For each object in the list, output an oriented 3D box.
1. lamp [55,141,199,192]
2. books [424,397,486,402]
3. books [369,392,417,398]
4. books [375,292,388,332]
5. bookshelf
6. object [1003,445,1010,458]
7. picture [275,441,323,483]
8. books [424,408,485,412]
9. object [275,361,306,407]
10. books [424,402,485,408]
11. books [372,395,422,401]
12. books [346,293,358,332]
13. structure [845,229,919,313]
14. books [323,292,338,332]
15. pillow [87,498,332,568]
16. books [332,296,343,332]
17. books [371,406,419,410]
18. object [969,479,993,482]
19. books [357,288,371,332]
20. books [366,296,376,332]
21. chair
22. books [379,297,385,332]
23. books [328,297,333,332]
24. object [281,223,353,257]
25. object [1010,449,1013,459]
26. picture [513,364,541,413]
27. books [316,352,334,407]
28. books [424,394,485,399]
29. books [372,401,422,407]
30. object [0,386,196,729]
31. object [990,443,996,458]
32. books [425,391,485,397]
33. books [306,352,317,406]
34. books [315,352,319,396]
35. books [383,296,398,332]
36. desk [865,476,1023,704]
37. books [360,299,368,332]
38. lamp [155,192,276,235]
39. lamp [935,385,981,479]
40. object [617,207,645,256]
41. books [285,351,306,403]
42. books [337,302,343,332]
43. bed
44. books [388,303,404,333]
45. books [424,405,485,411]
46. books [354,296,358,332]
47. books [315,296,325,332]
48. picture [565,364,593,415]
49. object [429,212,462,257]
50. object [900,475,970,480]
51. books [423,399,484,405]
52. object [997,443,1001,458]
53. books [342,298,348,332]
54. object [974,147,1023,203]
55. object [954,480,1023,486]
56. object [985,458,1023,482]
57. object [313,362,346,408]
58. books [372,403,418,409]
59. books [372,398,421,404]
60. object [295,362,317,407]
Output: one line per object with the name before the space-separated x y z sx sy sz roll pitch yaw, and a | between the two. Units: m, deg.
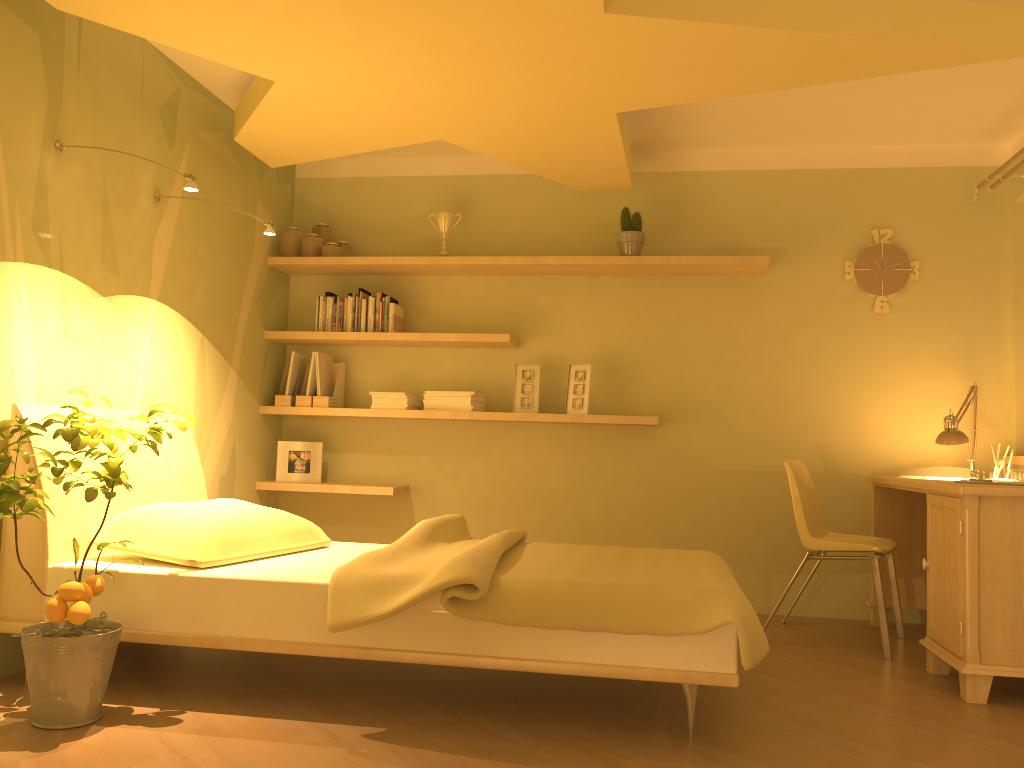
lamp | -1.319 -0.750 3.040 0.533 0.178 0.050 1 -4 9
books | -0.298 0.081 4.674 0.270 0.015 0.190 0 -4 22
books | -0.631 0.059 4.732 0.190 0.015 0.270 1 -4 7
books | -0.704 -0.372 4.789 0.032 0.229 0.138 1 -4 9
bookshelf | -0.020 -0.024 4.645 2.605 1.240 0.300 1 -4 9
object | 2.285 0.363 4.128 0.008 0.155 0.073 4 -5 -26
picture | -1.144 0.420 4.779 0.247 0.219 0.131 3 -4 -13
books | -0.303 0.142 4.677 0.270 0.015 0.190 0 -4 20
object | -1.206 0.000 4.831 0.087 0.259 0.236 2 -4 4
books | -0.302 0.111 4.671 0.270 0.015 0.190 0 -4 21
books | -0.613 0.076 4.742 0.190 0.015 0.270 1 -4 11
books | -0.850 -0.370 4.799 0.038 0.217 0.166 1 -4 9
structure | 1.885 -0.578 4.515 0.360 0.432 0.027 1 -4 9
books | -0.987 -0.378 4.836 0.032 0.229 0.138 1 -4 9
pillow | -1.057 0.535 3.221 0.482 0.213 0.801 0 -4 19
books | -0.936 -0.365 4.817 0.032 0.203 0.157 1 -4 9
books | -0.622 0.135 4.734 0.190 0.015 0.270 1 -4 9
object | 1.834 0.378 3.473 0.008 0.009 0.166 2 -4 0
books | -0.802 -0.384 4.797 0.021 0.247 0.157 1 -4 9
books | -0.741 -0.360 4.785 0.040 0.203 0.157 1 -4 9
chair | 1.428 0.738 3.946 0.546 0.785 0.531 0 -5 29
books | -0.679 -0.357 4.775 0.022 0.198 0.157 1 -4 9
books | -0.963 -0.363 4.821 0.022 0.198 0.157 1 -4 9
object | -1.066 -0.780 4.864 0.349 0.229 0.234 1 -4 10
object | 2.283 0.367 4.070 0.010 0.138 0.043 3 -4 -17
picture | 0.086 0.030 4.677 0.134 0.264 0.171 1 -4 9
books | -1.006 -0.016 4.800 0.043 0.296 0.210 1 -4 9
books | -0.305 0.068 4.696 0.270 0.015 0.190 0 -4 20
books | -0.612 0.106 4.738 0.190 0.015 0.270 1 -4 10
object | -1.215 0.461 2.427 0.372 0.944 0.828 2 -4 3
object | 2.264 0.359 4.153 0.053 0.162 0.009 3 -4 -15
books | -0.300 0.052 4.684 0.270 0.015 0.190 1 -4 15
books | -1.058 -0.017 4.807 0.048 0.297 0.214 1 -4 9
books | -1.015 -0.015 4.798 0.036 0.296 0.210 1 -4 9
books | -0.653 -0.359 4.771 0.032 0.203 0.157 1 -4 9
desk | 1.946 0.764 3.601 0.684 0.720 1.396 1 -4 9
books | -0.779 -0.352 4.782 0.032 0.184 0.173 1 -4 9
lamp | -1.220 -0.703 3.649 0.533 0.178 0.050 1 -4 9
lamp | 2.091 0.219 4.158 0.140 0.455 0.484 -1 -5 34
object | 0.613 -0.780 4.571 0.145 0.294 0.145 3 -4 -9
books | -1.183 -0.019 4.829 0.048 0.297 0.214 2 -4 4
books | -0.910 -0.349 4.812 0.021 0.172 0.157 1 -4 9
bed | -0.372 0.564 3.097 2.378 0.894 1.286 1 -4 9
books | -0.624 -0.339 4.754 0.032 0.163 0.178 1 -4 9
books | -0.302 0.127 4.679 0.270 0.015 0.190 1 -4 17
books | -0.822 -0.362 4.799 0.017 0.203 0.155 1 -4 9
books | -1.025 -0.367 4.832 0.040 0.203 0.157 1 -4 9
picture | 0.377 0.033 4.587 0.134 0.264 0.171 -1 -5 36
object | -0.365 -0.783 4.773 0.160 0.268 0.095 3 -4 -20
object | 1.971 0.438 4.141 0.300 0.009 0.040 -1 -5 39
books | -0.306 0.096 4.675 0.270 0.015 0.190 0 -4 20
object | 2.278 0.360 4.163 0.034 0.165 0.009 2 -4 2
books | -0.883 -0.358 4.814 0.032 0.193 0.146 1 -4 9
object | 2.266 -1.015 3.612 0.190 0.113 1.708 1 -4 9
object | 1.898 0.385 3.442 0.300 0.010 0.210 -1 -5 34
object | 2.256 0.393 4.054 0.070 0.105 0.240 2 -4 2
object | -0.987 0.005 4.796 0.087 0.259 0.236 1 -4 9
books | -0.622 0.120 4.735 0.190 0.015 0.270 1 -4 6
books | -0.614 0.090 4.733 0.190 0.015 0.270 1 -4 9
object | -1.081 0.003 4.811 0.087 0.259 0.236 1 -4 9
